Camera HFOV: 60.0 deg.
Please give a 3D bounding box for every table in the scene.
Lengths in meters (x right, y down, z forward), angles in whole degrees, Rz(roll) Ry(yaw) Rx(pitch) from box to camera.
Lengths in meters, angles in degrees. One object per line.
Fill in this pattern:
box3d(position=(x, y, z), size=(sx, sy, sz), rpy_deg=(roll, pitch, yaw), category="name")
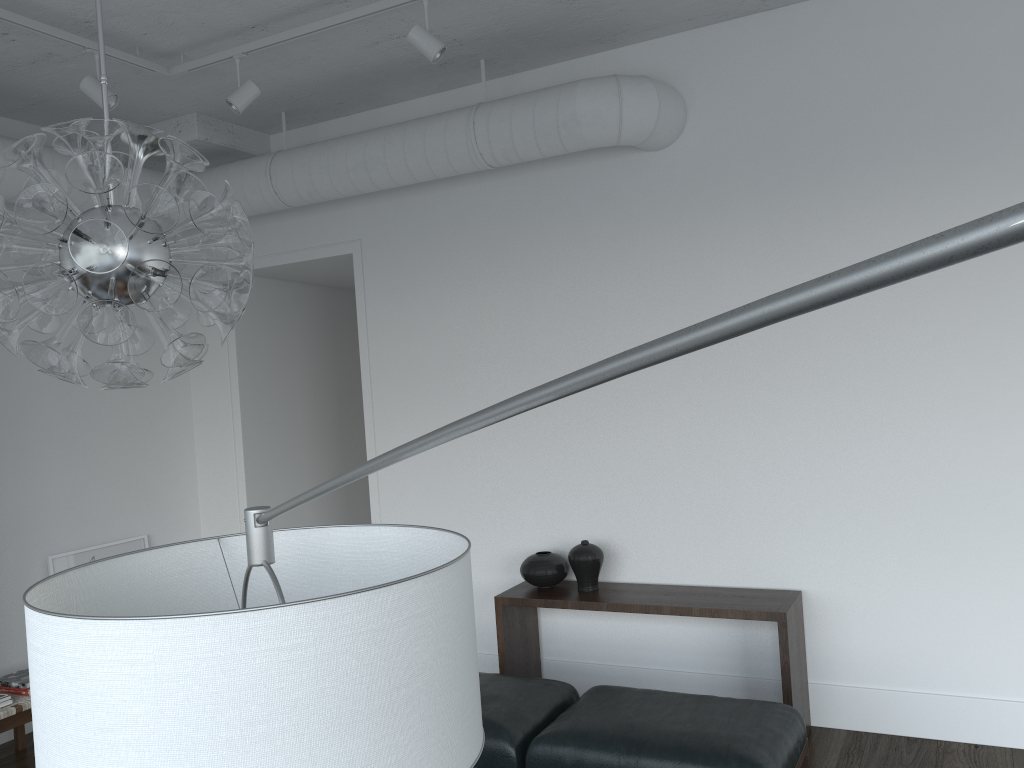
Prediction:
box3d(position=(0.625, 1.278, 4.103), size=(1.362, 0.617, 0.375), rpy_deg=(-4, 0, 27), category="table")
box3d(position=(-2.373, 1.632, 4.114), size=(0.405, 0.345, 0.605), rpy_deg=(-4, 0, 27), category="table")

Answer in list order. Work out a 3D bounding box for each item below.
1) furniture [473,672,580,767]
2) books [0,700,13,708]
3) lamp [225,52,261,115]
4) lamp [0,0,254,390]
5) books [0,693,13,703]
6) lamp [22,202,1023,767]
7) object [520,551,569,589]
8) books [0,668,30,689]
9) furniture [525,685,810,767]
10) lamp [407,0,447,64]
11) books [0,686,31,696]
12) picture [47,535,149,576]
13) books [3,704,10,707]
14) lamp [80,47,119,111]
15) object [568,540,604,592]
box3d(position=(-0.210, 1.407, 3.436), size=(0.828, 0.478, 0.584), rpy_deg=(-4, 0, 27), category="furniture")
box3d(position=(-2.431, 1.449, 4.004), size=(0.306, 0.011, 0.171), rpy_deg=(-4, 0, 26), category="books")
box3d(position=(-1.180, -1.324, 3.878), size=(0.154, 0.285, 0.104), rpy_deg=(-4, 0, -22), category="lamp")
box3d(position=(-0.857, -0.763, 1.842), size=(0.552, 1.546, 0.552), rpy_deg=(-4, 0, 15), category="lamp")
box3d(position=(-2.442, 1.436, 4.007), size=(0.280, 0.019, 0.202), rpy_deg=(-4, 0, 25), category="books")
box3d(position=(0.198, 0.745, 0.153), size=(0.432, 1.738, 2.162), rpy_deg=(-4, 0, -29), category="lamp")
box3d(position=(0.161, 0.917, 4.377), size=(0.245, 0.168, 0.245), rpy_deg=(-4, 0, 19), category="object")
box3d(position=(-2.337, 1.414, 4.260), size=(0.238, 0.025, 0.173), rpy_deg=(-4, 0, 25), category="books")
box3d(position=(0.545, 1.355, 3.045), size=(0.827, 0.476, 0.583), rpy_deg=(-4, 0, 27), category="furniture")
box3d(position=(-0.335, -1.383, 3.430), size=(0.154, 0.285, 0.094), rpy_deg=(-4, 0, 0), category="lamp")
box3d(position=(-2.327, 1.442, 4.257), size=(0.267, 0.032, 0.185), rpy_deg=(-4, 0, 25), category="books")
box3d(position=(-2.265, 1.347, 4.993), size=(0.093, 0.884, 0.637), rpy_deg=(-4, 0, 27), category="picture")
box3d(position=(-2.438, 1.461, 4.011), size=(0.273, 0.011, 0.172), rpy_deg=(-4, 0, 26), category="books")
box3d(position=(-1.735, -1.285, 3.717), size=(0.154, 0.285, 0.093), rpy_deg=(-4, 0, 5), category="lamp")
box3d(position=(0.358, 0.870, 4.259), size=(0.171, 0.236, 0.171), rpy_deg=(-4, 0, 32), category="object")
